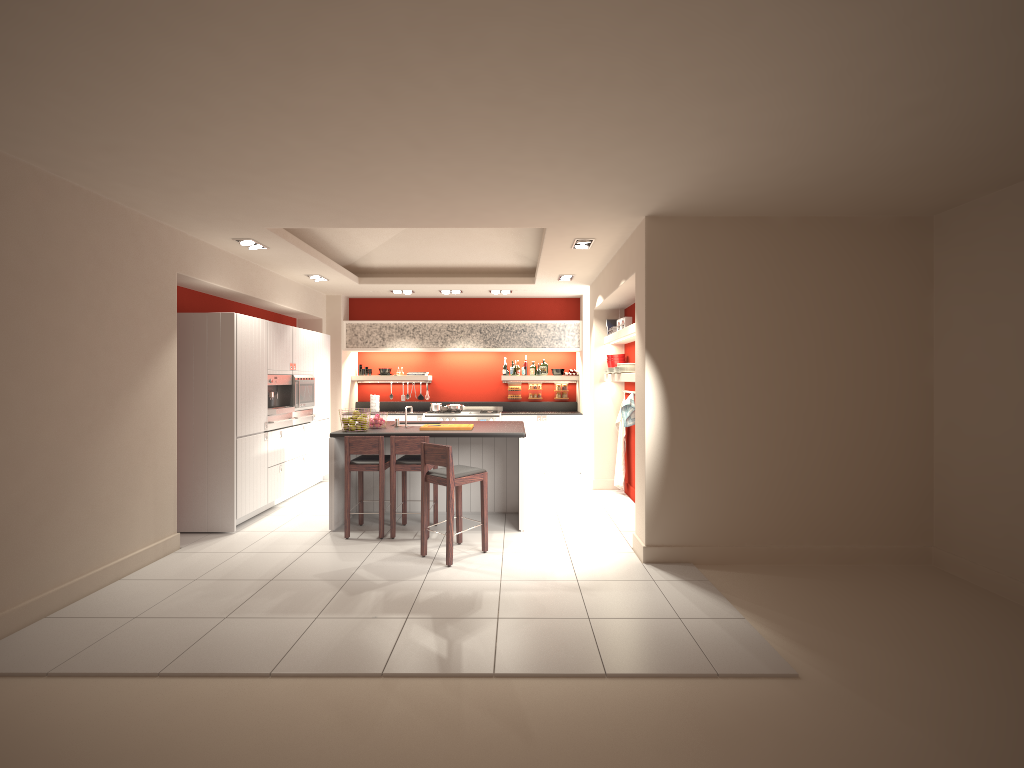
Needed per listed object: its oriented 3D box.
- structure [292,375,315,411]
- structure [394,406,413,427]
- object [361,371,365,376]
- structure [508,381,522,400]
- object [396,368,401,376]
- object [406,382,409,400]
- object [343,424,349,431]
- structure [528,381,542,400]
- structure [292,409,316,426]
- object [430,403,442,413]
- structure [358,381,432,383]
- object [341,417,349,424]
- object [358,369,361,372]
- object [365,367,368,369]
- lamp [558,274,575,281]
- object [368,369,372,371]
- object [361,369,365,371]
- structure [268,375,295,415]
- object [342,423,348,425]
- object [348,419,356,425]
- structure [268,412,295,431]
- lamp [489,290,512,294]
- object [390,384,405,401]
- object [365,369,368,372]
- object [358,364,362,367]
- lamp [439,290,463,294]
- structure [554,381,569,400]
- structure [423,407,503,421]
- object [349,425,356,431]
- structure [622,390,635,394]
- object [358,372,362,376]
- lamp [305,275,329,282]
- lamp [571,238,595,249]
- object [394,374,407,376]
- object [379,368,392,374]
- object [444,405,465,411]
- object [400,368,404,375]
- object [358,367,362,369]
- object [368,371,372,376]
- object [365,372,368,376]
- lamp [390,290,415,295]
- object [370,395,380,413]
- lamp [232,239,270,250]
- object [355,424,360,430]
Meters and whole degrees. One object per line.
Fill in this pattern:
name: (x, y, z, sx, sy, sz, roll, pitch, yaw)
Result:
structure: (-2.952, 0.162, 3.559, 0.332, 0.473, 0.331, 0, 0, 0)
structure: (-1.328, 0.433, 3.132, 0.183, 0.249, 0.122, 0, 0, 0)
object: (-2.707, -0.122, 4.684, 0.063, 0.076, 0.045, 0, 0, -26)
structure: (0.002, 0.189, 4.780, 0.256, 0.347, 0.071, 0, 0, 0)
object: (-2.086, -0.153, 4.718, 0.061, 0.131, 0.057, 0, 0, 42)
object: (-1.961, 0.190, 4.813, 0.067, 0.323, 0.012, 0, 0, -1)
object: (-1.807, 0.506, 2.821, 0.067, 0.068, 0.038, 0, 0, 10)
structure: (0.379, 0.189, 4.778, 0.256, 0.347, 0.071, 0, 0, 0)
structure: (-2.871, 0.494, 3.561, 0.129, 0.177, 0.335, 0, 0, 0)
object: (-1.342, 0.473, 4.487, 0.200, 0.148, 0.111, 0, 0, -6)
structure: (-2.203, 0.031, 4.827, 1.355, 0.034, 0.029, 0, 0, 0)
object: (-1.818, 0.432, 2.818, 0.077, 0.068, 0.042, 0, 0, -5)
object: (-2.804, -0.167, 4.769, 0.063, 0.076, 0.045, 0, 0, -26)
object: (-2.693, -0.211, 4.768, 0.063, 0.076, 0.045, 0, 0, -26)
lamp: (0.715, -1.443, 3.634, 0.199, 0.090, 0.196, 0, 0, 0)
object: (-2.594, -0.166, 4.710, 0.063, 0.076, 0.045, 0, 0, -26)
object: (-2.707, -0.166, 4.684, 0.063, 0.076, 0.045, 0, 0, -26)
structure: (-3.029, 0.167, 3.219, 0.453, 0.470, 0.339, 0, 0, 0)
object: (-1.836, 0.453, 2.853, 0.064, 0.077, 0.053, 0, 0, -34)
object: (-1.749, 0.453, 2.826, 0.064, 0.077, 0.053, 0, 0, -34)
structure: (-2.873, 0.496, 3.218, 0.129, 0.177, 0.335, 0, 0, 0)
lamp: (-0.222, -1.446, 4.210, 0.361, 0.103, 0.108, 0, 0, 0)
object: (-2.150, 0.204, 4.813, 0.287, 0.351, 0.012, 0, 0, 1)
object: (-2.693, -0.167, 4.768, 0.063, 0.076, 0.045, 0, 0, -26)
object: (-2.804, -0.255, 4.769, 0.063, 0.076, 0.045, 0, 0, -26)
lamp: (-1.023, -1.446, 4.213, 0.361, 0.104, 0.108, 0, 0, 0)
structure: (0.860, 0.189, 4.776, 0.256, 0.347, 0.071, 0, 0, 0)
structure: (-0.877, 1.019, 4.547, 1.322, 1.085, 0.423, 0, 0, 0)
object: (-1.730, 0.506, 2.799, 0.067, 0.068, 0.038, 0, 0, 10)
structure: (1.542, 0.157, 3.112, 0.063, 0.034, 1.208, 0, 0, 0)
object: (-2.804, -0.123, 4.769, 0.063, 0.076, 0.045, 0, 0, -26)
lamp: (-2.744, -1.433, 3.648, 0.199, 0.084, 0.196, 0, 0, 0)
lamp: (0.712, -1.441, 2.729, 0.199, 0.085, 0.196, 0, 0, 0)
object: (-2.066, -0.097, 4.739, 0.143, 0.027, 0.118, 0, 0, 29)
object: (-2.345, -0.165, 4.752, 0.187, 0.108, 0.172, 0, 0, 41)
object: (-1.066, 0.490, 4.661, 0.281, 0.105, 0.196, 0, 0, 26)
object: (-2.044, -0.153, 4.760, 0.074, 0.134, 0.044, 0, 0, -14)
object: (-2.804, -0.211, 4.769, 0.063, 0.076, 0.045, 0, 0, -26)
object: (-2.594, -0.122, 4.710, 0.063, 0.076, 0.045, 0, 0, -26)
object: (-2.693, -0.123, 4.768, 0.063, 0.076, 0.045, 0, 0, -26)
lamp: (-1.804, -1.445, 4.216, 0.361, 0.109, 0.108, 0, 0, 0)
object: (-2.412, 0.401, 4.521, 0.146, 0.304, 0.109, 0, 0, 28)
lamp: (-2.747, -1.438, 2.743, 0.199, 0.103, 0.196, 0, 0, 0)
object: (-1.694, 0.506, 2.839, 0.067, 0.068, 0.038, 0, 0, 10)
